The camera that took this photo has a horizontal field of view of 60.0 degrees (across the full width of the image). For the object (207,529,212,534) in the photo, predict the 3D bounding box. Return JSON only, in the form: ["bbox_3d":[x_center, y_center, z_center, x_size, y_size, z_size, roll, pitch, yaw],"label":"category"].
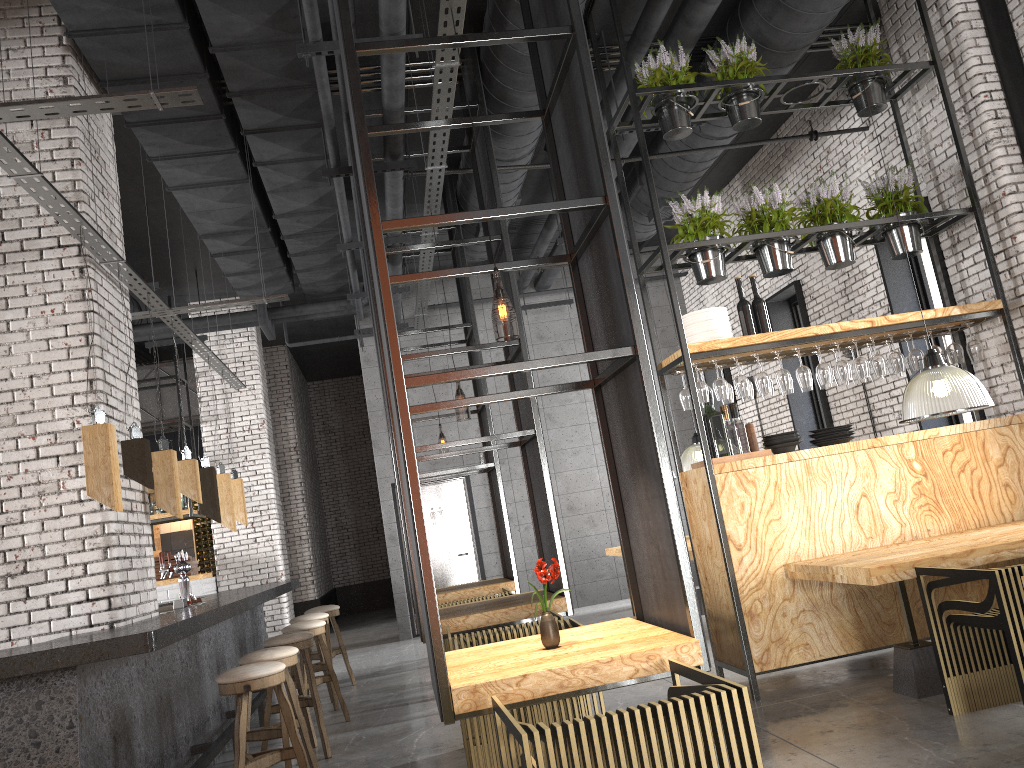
[{"bbox_3d":[-4.883,2.391,14.333,0.079,0.079,0.282,-8,-9,-9],"label":"object"}]

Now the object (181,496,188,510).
[{"bbox_3d":[-4.258,1.549,11.480,0.118,0.181,0.118,-12,-10,15],"label":"object"}]

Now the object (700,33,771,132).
[{"bbox_3d":[1.658,-2.147,6.474,0.466,0.561,0.416,-17,-12,39],"label":"object"}]

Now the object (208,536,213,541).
[{"bbox_3d":[-4.870,2.499,14.348,0.079,0.079,0.282,-8,-9,-9],"label":"object"}]

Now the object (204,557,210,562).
[{"bbox_3d":[-4.905,2.813,14.241,0.079,0.080,0.280,-8,-9,-9],"label":"object"}]

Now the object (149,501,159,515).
[{"bbox_3d":[-4.617,1.604,11.443,0.118,0.181,0.118,-14,-11,24],"label":"object"}]

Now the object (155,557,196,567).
[{"bbox_3d":[-4.203,2.227,11.093,0.405,0.044,0.633,-7,-9,-15],"label":"object"}]

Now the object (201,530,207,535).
[{"bbox_3d":[-4.978,2.407,14.337,0.079,0.079,0.282,-8,-9,-9],"label":"object"}]

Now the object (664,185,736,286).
[{"bbox_3d":[1.342,-0.985,6.194,0.416,0.561,0.466,-1,-13,-43],"label":"object"}]

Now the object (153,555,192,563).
[{"bbox_3d":[-4.254,2.179,11.032,0.406,0.094,0.634,-8,-9,-11],"label":"object"}]

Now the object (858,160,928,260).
[{"bbox_3d":[2.794,-1.196,6.426,0.416,0.561,0.466,-11,-10,10],"label":"object"}]

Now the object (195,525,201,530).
[{"bbox_3d":[-5.086,2.317,14.332,0.079,0.079,0.282,-8,-9,-9],"label":"object"}]

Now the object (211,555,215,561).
[{"bbox_3d":[-4.818,2.806,14.293,0.079,0.080,0.280,-8,-9,-9],"label":"object"}]

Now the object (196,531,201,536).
[{"bbox_3d":[-5.072,2.424,14.338,0.079,0.079,0.282,-8,-9,-9],"label":"object"}]

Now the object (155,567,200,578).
[{"bbox_3d":[-4.182,2.356,11.070,0.405,0.044,0.633,-9,-9,-6],"label":"object"}]

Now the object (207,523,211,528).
[{"bbox_3d":[-4.903,2.292,14.370,0.079,0.079,0.282,-8,-9,-9],"label":"object"}]

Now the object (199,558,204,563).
[{"bbox_3d":[-5.000,2.829,14.240,0.079,0.080,0.280,-8,-9,-9],"label":"object"}]

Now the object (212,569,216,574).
[{"bbox_3d":[-4.780,3.007,14.233,0.079,0.080,0.280,-8,-9,-9],"label":"object"}]

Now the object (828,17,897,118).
[{"bbox_3d":[2.624,-2.291,6.601,0.416,0.561,0.466,-10,-10,1],"label":"object"}]

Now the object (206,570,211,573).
[{"bbox_3d":[-4.874,3.022,14.227,0.079,0.080,0.280,-8,-9,-9],"label":"object"}]

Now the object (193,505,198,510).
[{"bbox_3d":[-5.142,2.014,14.415,0.079,0.079,0.282,-8,-9,-9],"label":"object"}]

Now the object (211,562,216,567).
[{"bbox_3d":[-4.799,2.906,14.260,0.079,0.080,0.280,-8,-9,-9],"label":"object"}]

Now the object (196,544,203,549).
[{"bbox_3d":[-5.033,2.622,14.263,0.079,0.079,0.282,-8,-9,-9],"label":"object"}]

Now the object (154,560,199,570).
[{"bbox_3d":[-4.196,2.270,11.086,0.405,0.044,0.633,-8,-9,-8],"label":"object"}]

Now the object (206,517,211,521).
[{"bbox_3d":[-4.922,2.192,14.403,0.079,0.079,0.282,-8,-9,-9],"label":"object"}]

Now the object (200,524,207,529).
[{"bbox_3d":[-4.992,2.301,14.333,0.079,0.079,0.282,-8,-9,-9],"label":"object"}]

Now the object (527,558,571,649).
[{"bbox_3d":[0.163,0.895,3.651,0.155,0.356,0.171,-17,-12,38],"label":"object"}]

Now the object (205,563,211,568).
[{"bbox_3d":[-4.894,2.923,14.264,0.079,0.080,0.280,-8,-9,-9],"label":"object"}]

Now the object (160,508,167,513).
[{"bbox_3d":[-4.501,1.589,11.475,0.118,0.181,0.118,-4,-11,-32],"label":"object"}]

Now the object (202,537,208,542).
[{"bbox_3d":[-4.963,2.513,14.338,0.079,0.079,0.282,-8,-9,-9],"label":"object"}]

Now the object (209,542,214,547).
[{"bbox_3d":[-4.850,2.597,14.306,0.079,0.079,0.282,-8,-9,-9],"label":"object"}]

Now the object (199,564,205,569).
[{"bbox_3d":[-4.983,2.933,14.230,0.079,0.080,0.280,-8,-9,-9],"label":"object"}]

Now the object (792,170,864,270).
[{"bbox_3d":[2.298,-1.117,6.390,0.415,0.561,0.467,-17,-12,37],"label":"object"}]

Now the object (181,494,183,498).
[{"bbox_3d":[-4.389,1.419,11.711,0.140,0.552,0.096,-9,-10,-5],"label":"object"}]

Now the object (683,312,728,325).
[{"bbox_3d":[1.318,-0.425,6.082,0.335,0.044,0.333,-3,-11,-38],"label":"object"}]

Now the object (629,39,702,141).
[{"bbox_3d":[1.142,-2.067,6.428,0.467,0.561,0.415,-3,-12,-34],"label":"object"}]

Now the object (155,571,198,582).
[{"bbox_3d":[-4.174,2.399,11.063,0.405,0.044,0.633,-8,-9,-13],"label":"object"}]

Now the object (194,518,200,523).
[{"bbox_3d":[-5.105,2.216,14.359,0.079,0.079,0.282,-8,-9,-9],"label":"object"}]

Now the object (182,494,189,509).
[{"bbox_3d":[-4.377,1.494,11.703,0.157,0.407,0.105,-9,-10,-5],"label":"object"}]

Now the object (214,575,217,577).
[{"bbox_3d":[-4.766,3.114,14.239,0.079,0.080,0.280,-8,-9,-9],"label":"object"}]

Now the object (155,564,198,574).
[{"bbox_3d":[-4.189,2.313,11.078,0.405,0.044,0.633,-8,-9,-12],"label":"object"}]

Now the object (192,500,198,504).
[{"bbox_3d":[-5.159,1.911,14.428,0.079,0.079,0.282,-8,-9,-9],"label":"object"}]

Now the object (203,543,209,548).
[{"bbox_3d":[-4.943,2.612,14.301,0.079,0.079,0.282,-8,-9,-9],"label":"object"}]

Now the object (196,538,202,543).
[{"bbox_3d":[-5.053,2.523,14.304,0.079,0.079,0.282,-8,-9,-9],"label":"object"}]

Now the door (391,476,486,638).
[{"bbox_3d":[-0.988,2.340,12.262,1.120,2.110,0.158,-8,-10,-9],"label":"door"}]

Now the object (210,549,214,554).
[{"bbox_3d":[-4.833,2.701,14.296,0.079,0.080,0.280,-8,-9,-9],"label":"object"}]

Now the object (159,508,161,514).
[{"bbox_3d":[-4.571,1.446,11.672,0.157,0.556,0.105,-9,-10,-5],"label":"object"}]

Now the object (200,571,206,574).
[{"bbox_3d":[-4.968,3.038,14.228,0.079,0.080,0.280,-8,-9,-9],"label":"object"}]

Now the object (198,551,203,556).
[{"bbox_3d":[-5.020,2.731,14.282,0.079,0.080,0.280,-8,-9,-9],"label":"object"}]

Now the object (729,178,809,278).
[{"bbox_3d":[1.830,-1.050,6.308,0.467,0.561,0.415,-7,-10,-14],"label":"object"}]

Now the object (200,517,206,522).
[{"bbox_3d":[-5.010,2.199,14.355,0.079,0.079,0.282,-8,-9,-9],"label":"object"}]

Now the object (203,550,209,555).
[{"bbox_3d":[-4.923,2.711,14.263,0.079,0.080,0.280,-8,-9,-9],"label":"object"}]
